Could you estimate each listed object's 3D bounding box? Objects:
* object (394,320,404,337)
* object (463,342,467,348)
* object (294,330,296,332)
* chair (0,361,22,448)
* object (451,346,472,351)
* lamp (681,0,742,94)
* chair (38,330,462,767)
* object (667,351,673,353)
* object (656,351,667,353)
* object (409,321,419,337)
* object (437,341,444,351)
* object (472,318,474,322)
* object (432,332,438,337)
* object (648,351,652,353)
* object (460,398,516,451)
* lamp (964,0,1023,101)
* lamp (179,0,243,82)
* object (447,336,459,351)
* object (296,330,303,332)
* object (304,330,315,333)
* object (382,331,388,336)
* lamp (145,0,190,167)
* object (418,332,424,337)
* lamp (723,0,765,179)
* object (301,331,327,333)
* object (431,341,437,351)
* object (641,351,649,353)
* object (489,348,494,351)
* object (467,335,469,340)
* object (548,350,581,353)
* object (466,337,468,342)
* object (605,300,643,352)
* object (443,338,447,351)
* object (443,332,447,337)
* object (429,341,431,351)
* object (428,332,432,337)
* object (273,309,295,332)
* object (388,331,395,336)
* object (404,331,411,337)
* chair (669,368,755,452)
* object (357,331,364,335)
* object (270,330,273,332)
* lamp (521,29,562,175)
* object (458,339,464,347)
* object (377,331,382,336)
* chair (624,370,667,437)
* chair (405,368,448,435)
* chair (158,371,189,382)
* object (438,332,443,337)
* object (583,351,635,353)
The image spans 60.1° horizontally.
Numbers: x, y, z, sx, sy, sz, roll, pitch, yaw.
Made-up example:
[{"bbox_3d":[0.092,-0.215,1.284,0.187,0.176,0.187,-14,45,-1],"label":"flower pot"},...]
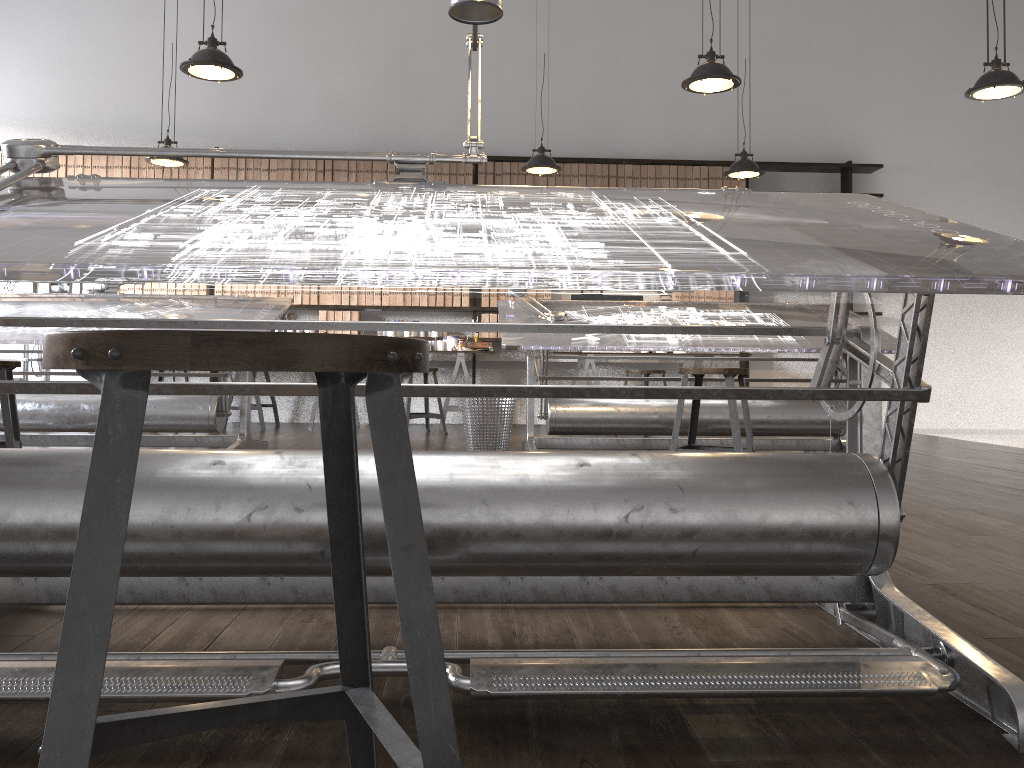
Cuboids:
[{"bbox_3d":[-1.022,-0.495,8.012,0.095,0.162,0.094,1,-1,-7],"label":"object"},{"bbox_3d":[-0.422,-0.322,7.772,0.060,0.089,0.059,1,-1,2],"label":"object"},{"bbox_3d":[-1.933,-0.476,7.986,0.062,0.093,0.063,2,-2,-41],"label":"object"},{"bbox_3d":[-2.316,0.163,3.847,0.358,0.529,0.371,1,-1,-24],"label":"chair"},{"bbox_3d":[-0.420,-0.300,7.557,0.197,0.050,0.132,0,1,-32],"label":"object"},{"bbox_3d":[1.065,-2.707,4.730,0.311,2.257,0.312,0,-2,22],"label":"lamp"},{"bbox_3d":[-0.232,0.225,0.755,0.358,0.529,0.371,1,-1,-24],"label":"chair"},{"bbox_3d":[1.394,-0.331,7.795,0.068,0.155,0.068,1,-2,-26],"label":"object"},{"bbox_3d":[1.309,-0.330,7.752,0.094,0.145,0.094,0,-1,23],"label":"object"},{"bbox_3d":[-0.894,-0.494,8.029,0.094,0.162,0.205,1,0,-1],"label":"object"},{"bbox_3d":[-0.623,-0.331,7.751,0.062,0.094,0.062,2,-2,-43],"label":"object"},{"bbox_3d":[-0.327,-0.472,7.757,0.055,0.214,0.007,0,-2,4],"label":"object"},{"bbox_3d":[-0.688,-0.465,7.928,0.062,0.096,0.062,0,-2,29],"label":"object"},{"bbox_3d":[1.212,-0.331,7.904,0.096,0.142,0.091,1,-1,-23],"label":"object"},{"bbox_3d":[-0.140,0.234,5.128,0.353,0.378,0.352,0,-1,19],"label":"object"},{"bbox_3d":[2.617,-2.693,4.805,0.310,2.257,0.312,1,-2,-23],"label":"lamp"},{"bbox_3d":[-1.536,-2.730,4.605,0.311,2.257,0.312,0,-2,18],"label":"lamp"},{"bbox_3d":[-0.513,-0.348,7.743,0.105,0.142,0.104,0,-1,5],"label":"object"},{"bbox_3d":[-1.890,-0.472,7.971,0.062,0.093,0.181,0,0,11],"label":"object"},{"bbox_3d":[-1.816,-0.488,7.936,0.095,0.128,0.094,0,-1,4],"label":"object"},{"bbox_3d":[-1.137,-0.479,7.956,0.062,0.118,0.063,-1,-2,38],"label":"object"},{"bbox_3d":[-2.548,-2.767,6.615,0.310,2.257,0.312,1,-2,-23],"label":"lamp"},{"bbox_3d":[-0.821,-0.477,8.000,0.062,0.119,0.062,2,-2,-34],"label":"object"},{"bbox_3d":[1.787,-2.728,6.824,0.311,2.257,0.312,0,-2,22],"label":"lamp"},{"bbox_3d":[-1.702,-0.369,7.660,0.203,0.161,0.284,1,0,-3],"label":"object"},{"bbox_3d":[-0.681,-0.332,7.792,0.062,0.093,0.063,0,-2,38],"label":"object"},{"bbox_3d":[1.135,-0.275,7.586,0.059,0.028,0.106,1,1,-6],"label":"object"},{"bbox_3d":[-0.181,-0.296,7.653,0.049,0.037,0.049,1,0,1],"label":"object"},{"bbox_3d":[-0.396,-0.355,7.770,0.033,0.148,0.005,1,-2,-4],"label":"object"},{"bbox_3d":[0.468,-0.351,7.856,0.284,0.161,0.203,1,0,-11],"label":"object"},{"bbox_3d":[-0.405,-0.356,7.764,0.040,0.130,0.005,1,-2,-5],"label":"object"},{"bbox_3d":[0.831,-0.524,7.820,0.643,0.519,0.204,1,-2,-3],"label":"object"},{"bbox_3d":[-0.566,-0.344,7.847,0.095,0.128,0.094,1,-1,-7],"label":"object"},{"bbox_3d":[-0.619,-0.466,8.046,0.062,0.096,0.062,0,-2,29],"label":"object"},{"bbox_3d":[-0.729,-0.333,7.837,0.062,0.094,0.062,0,-2,38],"label":"object"},{"bbox_3d":[-0.734,-0.456,8.002,0.054,0.081,0.054,1,-1,-13],"label":"object"},{"bbox_3d":[-2.051,-0.566,7.967,0.181,0.272,0.156,1,-2,-19],"label":"object"},{"bbox_3d":[-1.080,-0.478,7.915,0.062,0.119,0.062,2,-2,-43],"label":"object"},{"bbox_3d":[-0.935,-0.477,7.925,0.062,0.119,0.062,2,-2,-34],"label":"object"},{"bbox_3d":[0.911,0.192,4.010,0.371,0.529,0.358,0,-1,26],"label":"chair"},{"bbox_3d":[-1.338,-0.391,7.803,0.101,0.209,0.101,-1,-2,42],"label":"object"},{"bbox_3d":[-2.197,-0.520,8.036,0.079,0.188,0.078,1,-2,-24],"label":"object"},{"bbox_3d":[0.234,-2.742,6.749,0.311,2.257,0.312,0,-2,22],"label":"lamp"},{"bbox_3d":[-0.445,-0.333,7.707,0.049,0.112,0.049,1,-2,1],"label":"object"},{"bbox_3d":[-1.186,-0.481,8.002,0.062,0.119,0.062,-1,-2,38],"label":"object"},{"bbox_3d":[1.066,0.152,7.092,0.358,0.529,0.371,1,-2,-34],"label":"chair"},{"bbox_3d":[-0.742,0.136,6.978,0.371,0.529,0.358,1,-1,-29],"label":"chair"},{"bbox_3d":[-2.717,0.118,6.953,0.371,0.529,0.358,0,-1,6],"label":"chair"},{"bbox_3d":[-0.650,-0.465,7.984,0.063,0.095,0.062,0,-2,29],"label":"object"},{"bbox_3d":[0.825,-0.270,7.557,0.439,0.018,0.118,0,1,-7],"label":"object"}]
